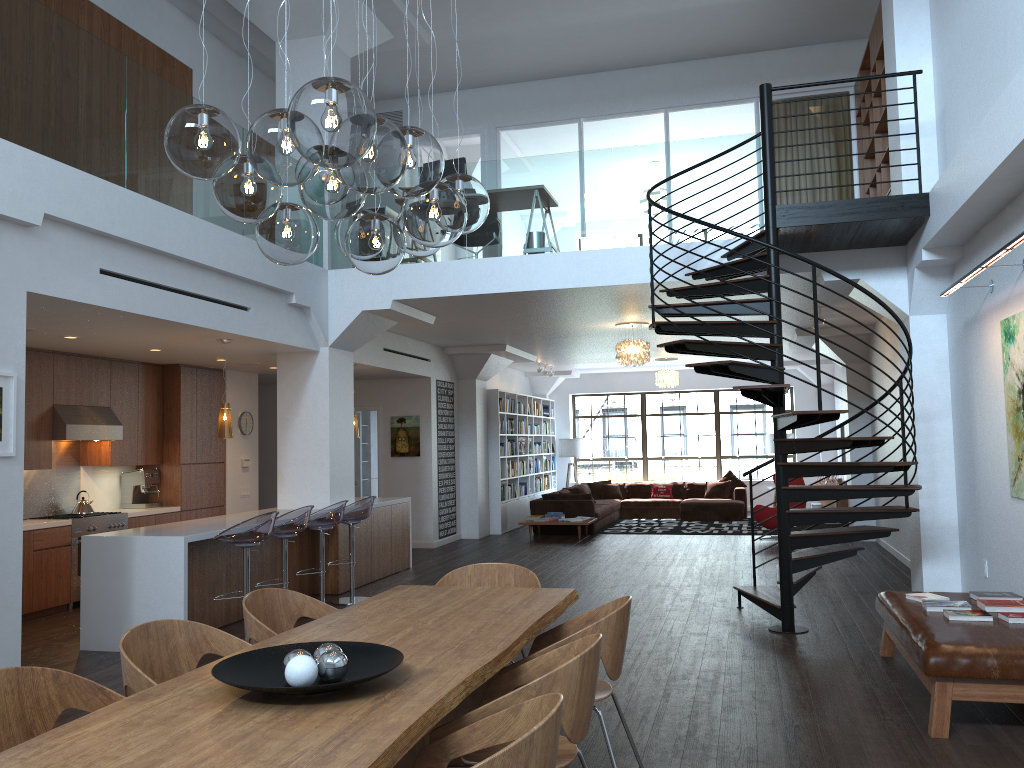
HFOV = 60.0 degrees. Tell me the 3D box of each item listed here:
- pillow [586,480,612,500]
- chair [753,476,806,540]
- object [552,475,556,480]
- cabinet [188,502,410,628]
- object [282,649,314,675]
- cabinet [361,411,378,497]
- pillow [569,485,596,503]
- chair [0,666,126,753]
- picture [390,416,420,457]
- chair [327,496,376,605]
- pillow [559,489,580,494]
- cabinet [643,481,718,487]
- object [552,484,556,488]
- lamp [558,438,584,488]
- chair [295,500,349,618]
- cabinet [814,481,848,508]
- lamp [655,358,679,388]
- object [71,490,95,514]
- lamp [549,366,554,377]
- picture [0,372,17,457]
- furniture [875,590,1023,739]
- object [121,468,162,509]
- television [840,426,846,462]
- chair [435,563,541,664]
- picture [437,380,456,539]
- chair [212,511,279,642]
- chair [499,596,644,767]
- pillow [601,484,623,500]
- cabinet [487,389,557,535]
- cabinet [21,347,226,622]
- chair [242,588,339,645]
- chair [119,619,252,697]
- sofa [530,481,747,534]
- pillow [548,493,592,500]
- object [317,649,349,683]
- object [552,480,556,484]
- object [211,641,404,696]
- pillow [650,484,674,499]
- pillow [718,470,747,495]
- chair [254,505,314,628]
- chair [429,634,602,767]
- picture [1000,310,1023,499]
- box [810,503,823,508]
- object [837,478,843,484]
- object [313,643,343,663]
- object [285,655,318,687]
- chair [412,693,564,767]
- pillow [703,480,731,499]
[{"bbox_3d":[1.825,2.159,17.992,0.580,0.418,0.334,0,-4,-12],"label":"pillow"},{"bbox_3d":[3.981,1.797,13.203,0.801,1.006,0.798,-4,-5,40],"label":"chair"},{"bbox_3d":[0.738,2.000,18.873,0.316,0.088,0.410,-2,-4,15],"label":"object"},{"bbox_3d":[-2.263,1.734,8.855,0.898,0.796,4.493,-2,-4,15],"label":"cabinet"},{"bbox_3d":[-0.676,0.891,2.809,0.100,0.100,0.100,1,-4,-30],"label":"object"},{"bbox_3d":[-2.874,1.072,14.983,0.527,2.991,2.630,-2,-4,15],"label":"cabinet"},{"bbox_3d":[1.294,2.082,16.460,0.325,0.391,0.625,-4,-5,31],"label":"pillow"},{"bbox_3d":[-1.328,1.279,2.577,0.618,0.833,0.629,-2,-4,15],"label":"chair"},{"bbox_3d":[-1.580,0.775,13.125,0.450,0.600,0.030,-2,-4,15],"label":"picture"},{"bbox_3d":[-1.561,1.601,8.629,0.481,1.014,0.530,-2,-4,17],"label":"chair"},{"bbox_3d":[1.033,1.971,15.056,0.269,0.411,0.559,1,-4,-29],"label":"pillow"},{"bbox_3d":[3.527,2.357,18.503,1.520,0.625,0.350,-2,-4,15],"label":"cabinet"},{"bbox_3d":[0.750,2.175,18.859,0.331,0.088,0.410,-2,-4,15],"label":"object"},{"bbox_3d":[1.288,1.964,19.052,0.545,1.579,0.545,-1,-4,4],"label":"lamp"},{"bbox_3d":[-1.722,1.563,8.020,0.481,1.014,0.530,-2,-4,13],"label":"chair"},{"bbox_3d":[5.685,1.965,15.475,0.459,0.350,4.501,-2,-4,15],"label":"cabinet"},{"bbox_3d":[2.843,-0.195,16.272,0.442,0.539,0.441,1,-5,-33],"label":"lamp"},{"bbox_3d":[-4.465,1.225,9.231,0.222,0.235,0.222,-1,-4,-10],"label":"object"},{"bbox_3d":[0.773,-0.242,17.439,0.120,0.211,0.111,0,-4,-11],"label":"lamp"},{"bbox_3d":[-3.064,0.170,5.112,0.018,0.500,0.500,-2,-4,15],"label":"picture"},{"bbox_3d":[2.714,1.555,5.138,0.907,0.453,1.819,-2,-4,15],"label":"furniture"},{"bbox_3d":[-4.163,1.185,10.084,0.439,0.455,0.284,-2,-4,15],"label":"object"},{"bbox_3d":[5.803,1.079,15.432,0.013,0.816,1.324,-2,-4,14],"label":"television"},{"bbox_3d":[-0.141,1.393,4.634,0.629,0.833,0.618,-2,-4,10],"label":"chair"},{"bbox_3d":[-1.000,1.142,13.622,0.021,2.380,0.800,-2,-4,15],"label":"picture"},{"bbox_3d":[-2.035,1.487,6.793,0.481,1.014,0.530,-2,-4,17],"label":"chair"},{"bbox_3d":[0.227,1.324,3.756,0.617,0.830,0.629,-2,-4,15],"label":"chair"},{"bbox_3d":[1.986,2.164,17.849,0.489,0.337,0.238,0,-4,-16],"label":"pillow"},{"bbox_3d":[0.149,1.430,16.974,0.461,2.414,4.500,-2,-4,15],"label":"cabinet"},{"bbox_3d":[-4.528,0.918,8.549,0.598,2.499,5.299,-2,-4,15],"label":"cabinet"},{"bbox_3d":[-0.916,1.371,4.062,0.618,0.833,0.629,-2,-4,13],"label":"chair"},{"bbox_3d":[-1.133,1.325,3.314,0.618,0.833,0.629,-2,-4,15],"label":"chair"},{"bbox_3d":[2.492,2.203,16.195,3.481,0.664,4.197,-2,-4,15],"label":"sofa"},{"bbox_3d":[1.002,1.995,14.787,0.750,0.364,0.289,-2,-4,14],"label":"pillow"},{"bbox_3d":[-0.560,0.880,2.768,0.100,0.100,0.100,1,-4,-30],"label":"object"},{"bbox_3d":[0.748,2.087,18.865,0.331,0.088,0.410,-2,-4,15],"label":"object"},{"bbox_3d":[-0.639,0.912,2.805,0.592,0.066,0.592,1,-4,-27],"label":"object"},{"bbox_3d":[2.999,2.149,17.728,0.465,0.308,0.220,-2,-4,11],"label":"pillow"},{"bbox_3d":[4.253,1.986,17.453,0.651,0.587,0.335,-1,-4,-6],"label":"pillow"},{"bbox_3d":[-1.901,1.526,7.410,0.481,1.014,0.530,-2,-4,13],"label":"chair"},{"bbox_3d":[0.025,1.280,3.016,0.618,0.833,0.629,-2,-4,16],"label":"chair"},{"bbox_3d":[3.236,0.132,5.531,0.010,1.200,1.095,-2,-4,15],"label":"picture"},{"bbox_3d":[6.124,2.483,17.797,0.228,0.165,0.368,-2,-4,15],"label":"box"},{"bbox_3d":[5.970,1.773,16.136,0.089,0.110,0.089,1,-4,-30],"label":"object"},{"bbox_3d":[-0.593,0.888,2.864,0.100,0.100,0.100,1,-4,-30],"label":"object"},{"bbox_3d":[-0.643,0.881,2.712,0.100,0.100,0.100,1,-4,-30],"label":"object"},{"bbox_3d":[-0.152,1.233,2.274,0.618,0.833,0.629,-2,-4,15],"label":"chair"},{"bbox_3d":[4.014,2.066,17.341,0.542,0.362,0.248,-4,-5,35],"label":"pillow"}]
